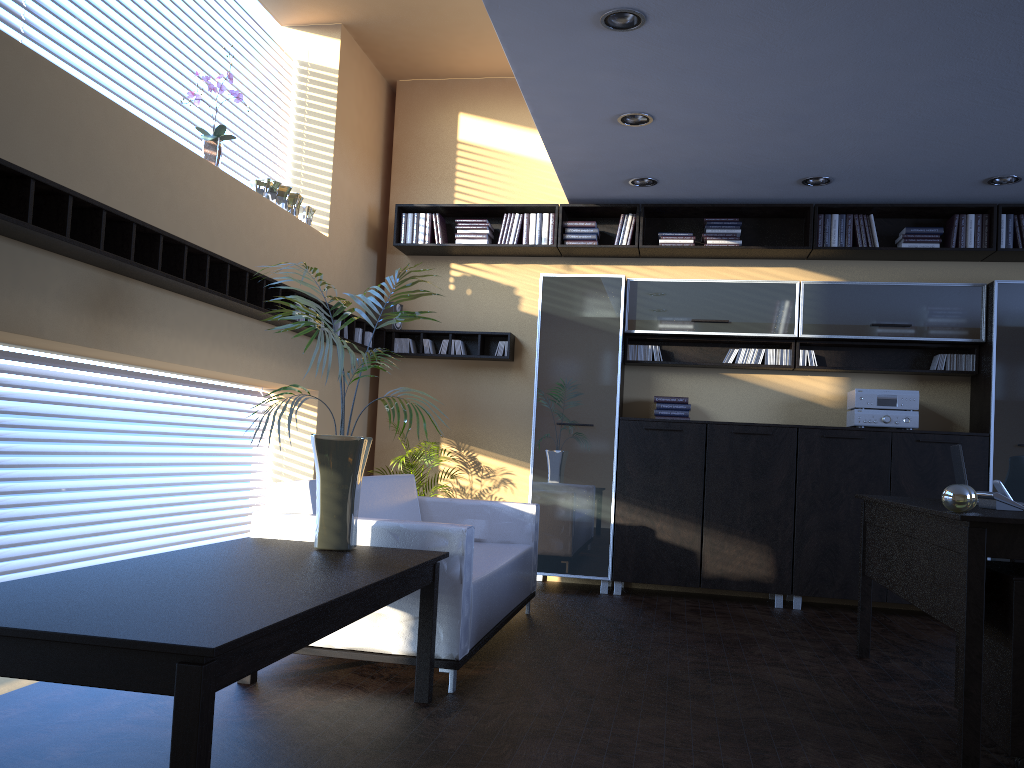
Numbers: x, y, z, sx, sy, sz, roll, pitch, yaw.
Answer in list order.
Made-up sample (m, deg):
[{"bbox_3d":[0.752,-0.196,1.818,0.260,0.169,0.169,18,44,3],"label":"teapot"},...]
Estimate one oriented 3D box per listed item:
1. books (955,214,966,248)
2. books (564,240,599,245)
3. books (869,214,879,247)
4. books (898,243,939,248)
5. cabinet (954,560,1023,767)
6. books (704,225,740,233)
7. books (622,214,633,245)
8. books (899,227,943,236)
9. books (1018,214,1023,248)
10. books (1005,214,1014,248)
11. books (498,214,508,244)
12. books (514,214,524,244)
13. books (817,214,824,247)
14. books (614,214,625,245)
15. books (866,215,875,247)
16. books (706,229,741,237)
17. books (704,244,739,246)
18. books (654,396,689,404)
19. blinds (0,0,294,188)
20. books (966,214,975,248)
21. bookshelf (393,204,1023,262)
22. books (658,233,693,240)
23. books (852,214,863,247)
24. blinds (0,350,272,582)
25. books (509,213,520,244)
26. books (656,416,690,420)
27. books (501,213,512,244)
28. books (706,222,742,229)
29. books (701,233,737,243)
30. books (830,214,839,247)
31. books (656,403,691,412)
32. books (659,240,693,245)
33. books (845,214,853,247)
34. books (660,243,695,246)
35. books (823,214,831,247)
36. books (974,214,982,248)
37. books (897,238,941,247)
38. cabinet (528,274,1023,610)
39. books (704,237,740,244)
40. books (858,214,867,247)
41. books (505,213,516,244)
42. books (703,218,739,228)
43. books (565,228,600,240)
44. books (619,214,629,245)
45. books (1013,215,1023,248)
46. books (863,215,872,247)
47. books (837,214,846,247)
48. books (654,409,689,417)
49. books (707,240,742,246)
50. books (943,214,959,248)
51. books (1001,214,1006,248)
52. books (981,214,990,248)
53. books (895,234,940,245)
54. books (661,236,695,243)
[{"bbox_3d":[3.289,-1.094,6.530,0.050,0.258,0.208,2,-3,11],"label":"books"},{"bbox_3d":[0.555,-1.093,7.037,0.258,0.050,0.208,2,-4,10],"label":"books"},{"bbox_3d":[2.690,-1.118,6.630,0.072,0.257,0.208,2,-3,10],"label":"books"},{"bbox_3d":[3.006,-0.999,6.585,0.258,0.050,0.208,2,-4,10],"label":"books"},{"bbox_3d":[2.051,1.056,3.364,0.500,0.679,0.635,2,-4,11],"label":"cabinet"},{"bbox_3d":[1.619,-1.187,6.844,0.258,0.028,0.208,2,-4,10],"label":"books"},{"bbox_3d":[0.913,-1.185,6.970,0.075,0.259,0.208,2,-3,10],"label":"books"},{"bbox_3d":[3.029,-1.114,6.572,0.258,0.050,0.208,2,-4,11],"label":"books"},{"bbox_3d":[3.688,-1.079,6.444,0.075,0.259,0.208,2,-3,11],"label":"books"},{"bbox_3d":[3.593,-1.083,6.461,0.050,0.258,0.208,2,-3,11],"label":"books"},{"bbox_3d":[-0.059,-1.221,7.161,0.075,0.259,0.208,2,-3,11],"label":"books"},{"bbox_3d":[0.068,-1.216,7.146,0.075,0.259,0.208,2,-3,10],"label":"books"},{"bbox_3d":[2.319,-1.130,6.718,0.050,0.258,0.208,2,-3,11],"label":"books"},{"bbox_3d":[0.852,-1.186,6.991,0.075,0.259,0.208,2,-3,11],"label":"books"},{"bbox_3d":[2.672,-1.116,6.659,0.072,0.257,0.208,2,-3,11],"label":"books"},{"bbox_3d":[1.630,-1.158,6.851,0.258,0.028,0.208,2,-4,11],"label":"books"},{"bbox_3d":[1.611,-1.045,6.835,0.258,0.028,0.208,2,-4,10],"label":"books"},{"bbox_3d":[1.229,0.128,6.846,0.258,0.050,0.208,2,-4,10],"label":"books"},{"bbox_3d":[-2.179,-2.045,3.975,0.039,1.459,5.401,2,-4,11],"label":"blinds"},{"bbox_3d":[3.339,-1.092,6.512,0.050,0.258,0.208,2,-3,11],"label":"books"},{"bbox_3d":[1.596,-1.176,6.865,5.123,0.340,0.362,2,-4,11],"label":"bookshelf"},{"bbox_3d":[1.274,-1.142,6.911,0.258,0.028,0.208,2,-4,10],"label":"books"},{"bbox_3d":[2.586,-1.120,6.664,0.075,0.259,0.208,2,-3,11],"label":"books"},{"bbox_3d":[-2.313,0.522,3.852,0.047,1.365,5.401,2,-4,11],"label":"blinds"},{"bbox_3d":[0.034,-1.218,7.137,0.075,0.259,0.208,2,-3,10],"label":"books"},{"bbox_3d":[1.240,0.281,6.831,0.258,0.050,0.208,2,-4,11],"label":"books"},{"bbox_3d":[-0.029,-1.221,7.149,0.075,0.259,0.208,2,-3,10],"label":"books"},{"bbox_3d":[1.632,-1.215,6.840,0.258,0.028,0.208,2,-4,10],"label":"books"},{"bbox_3d":[1.600,-1.129,6.863,0.258,0.028,0.208,2,-4,10],"label":"books"},{"bbox_3d":[2.420,-1.127,6.693,0.050,0.258,0.208,2,-3,11],"label":"books"},{"bbox_3d":[1.250,0.181,6.849,0.258,0.050,0.208,2,-4,11],"label":"books"},{"bbox_3d":[1.278,-1.086,6.894,0.258,0.028,0.208,2,-4,11],"label":"books"},{"bbox_3d":[2.523,-1.123,6.678,0.050,0.258,0.208,2,-3,11],"label":"books"},{"bbox_3d":[1.286,-1.057,6.888,0.258,0.028,0.208,2,-4,11],"label":"books"},{"bbox_3d":[2.370,-1.128,6.708,0.050,0.258,0.208,2,-3,11],"label":"books"},{"bbox_3d":[3.390,-1.090,6.503,0.050,0.258,0.208,2,-3,11],"label":"books"},{"bbox_3d":[3.018,-1.042,6.578,0.258,0.031,0.208,2,-4,11],"label":"books"},{"bbox_3d":[2.097,0.437,6.613,3.875,2.396,0.491,2,-3,11],"label":"cabinet"},{"bbox_3d":[1.617,-1.101,6.845,0.258,0.028,0.208,2,-4,10],"label":"books"},{"bbox_3d":[2.617,-1.119,6.657,0.075,0.259,0.208,2,-3,11],"label":"books"},{"bbox_3d":[0.002,-1.220,7.142,0.075,0.259,0.208,2,-3,11],"label":"books"},{"bbox_3d":[1.613,-1.244,6.848,0.258,0.028,0.208,2,-4,11],"label":"books"},{"bbox_3d":[0.563,-1.195,7.046,0.258,0.050,0.208,2,-4,11],"label":"books"},{"bbox_3d":[0.884,-1.185,6.989,0.075,0.259,0.208,2,-3,10],"label":"books"},{"bbox_3d":[3.660,-1.079,6.471,0.075,0.259,0.208,2,-3,11],"label":"books"},{"bbox_3d":[2.648,-1.117,6.647,0.072,0.257,0.208,2,-3,11],"label":"books"},{"bbox_3d":[2.472,-1.124,6.690,0.050,0.258,0.208,2,-3,11],"label":"books"},{"bbox_3d":[1.233,0.230,6.840,0.258,0.050,0.208,2,-4,11],"label":"books"},{"bbox_3d":[1.635,-1.072,6.841,0.258,0.028,0.208,2,-4,11],"label":"books"},{"bbox_3d":[3.236,-1.095,6.537,0.055,0.260,0.208,2,-3,11],"label":"books"},{"bbox_3d":[3.542,-1.085,6.471,0.050,0.258,0.208,2,-3,10],"label":"books"},{"bbox_3d":[3.441,-1.089,6.492,0.050,0.258,0.208,2,-3,11],"label":"books"},{"bbox_3d":[3.007,-1.074,6.581,0.258,0.031,0.208,2,-4,10],"label":"books"},{"bbox_3d":[1.292,-1.113,6.900,0.258,0.028,0.208,2,-4,10],"label":"books"}]
